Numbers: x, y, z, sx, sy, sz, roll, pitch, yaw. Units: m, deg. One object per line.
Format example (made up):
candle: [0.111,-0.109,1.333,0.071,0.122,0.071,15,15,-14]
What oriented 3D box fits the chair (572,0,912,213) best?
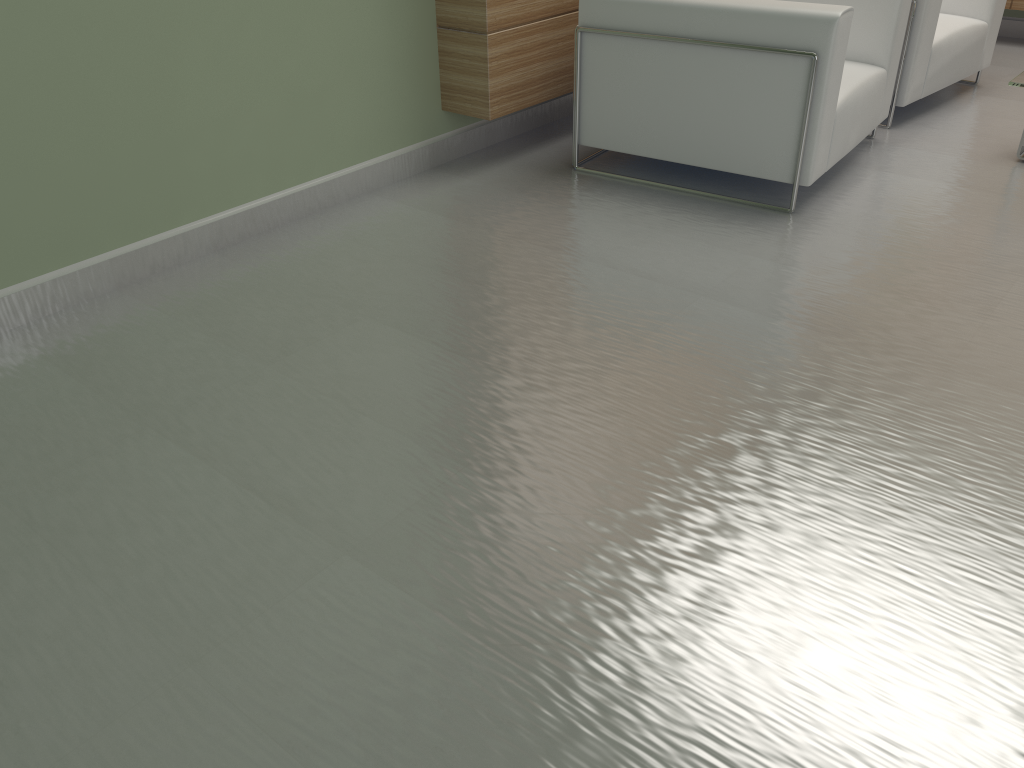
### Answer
chair: [1.687,-2.272,6.458,1.802,1.234,1.894,19,38,29]

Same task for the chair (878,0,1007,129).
chair: [3.177,-3.251,7.950,1.769,1.234,1.894,27,42,37]

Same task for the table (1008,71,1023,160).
table: [4.470,-1.737,5.927,1.783,0.742,2.197,23,40,33]
